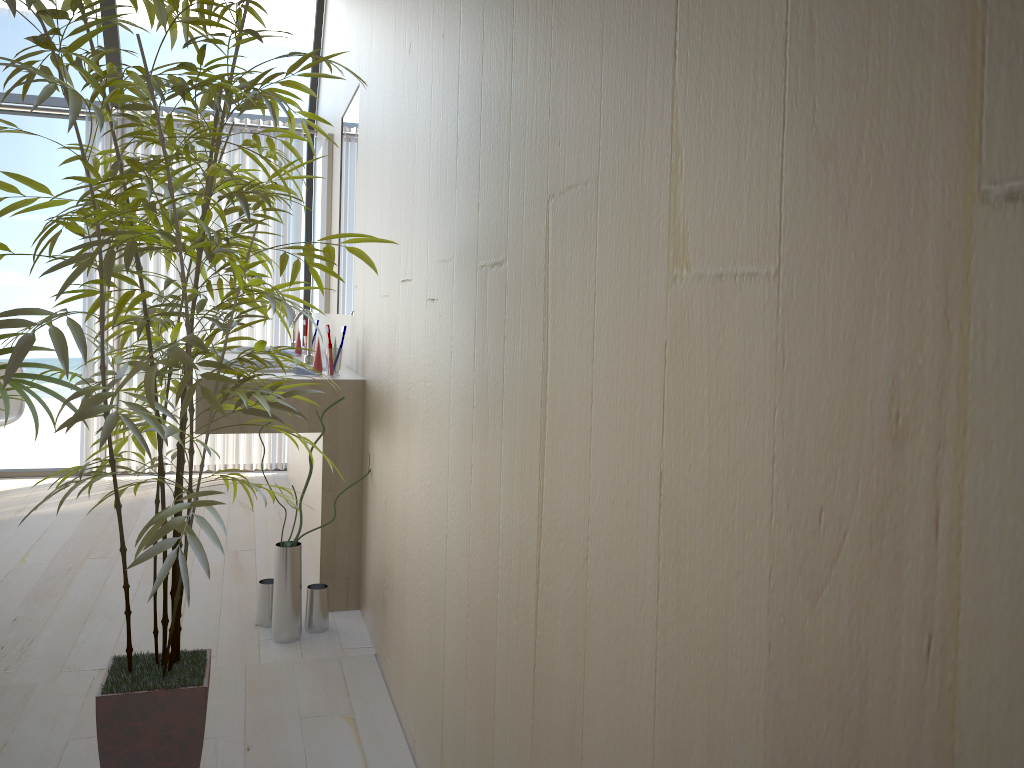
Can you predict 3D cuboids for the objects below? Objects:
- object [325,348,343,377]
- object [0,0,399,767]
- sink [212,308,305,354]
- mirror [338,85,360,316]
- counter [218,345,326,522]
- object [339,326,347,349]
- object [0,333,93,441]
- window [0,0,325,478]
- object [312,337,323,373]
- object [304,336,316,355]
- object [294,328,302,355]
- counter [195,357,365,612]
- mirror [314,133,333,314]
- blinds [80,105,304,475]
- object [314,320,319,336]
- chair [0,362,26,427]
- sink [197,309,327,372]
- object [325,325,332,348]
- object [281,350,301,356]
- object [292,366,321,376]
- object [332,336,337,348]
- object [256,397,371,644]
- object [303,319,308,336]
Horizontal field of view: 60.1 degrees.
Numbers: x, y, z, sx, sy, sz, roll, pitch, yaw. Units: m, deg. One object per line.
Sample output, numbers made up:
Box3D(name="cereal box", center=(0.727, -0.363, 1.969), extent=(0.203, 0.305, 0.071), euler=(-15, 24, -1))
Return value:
Box3D(name="object", center=(-0.615, -0.074, 3.056), extent=(0.058, 0.100, 0.059), euler=(1, 2, -6))
Box3D(name="object", center=(-0.638, -0.020, 1.787), extent=(0.787, 1.754, 0.937), euler=(2, 2, 8))
Box3D(name="sink", center=(-1.290, -0.188, 4.562), extent=(0.504, 0.418, 0.575), euler=(1, 4, -13))
Box3D(name="mirror", center=(-0.655, -0.712, 3.601), extent=(0.023, 0.867, 0.655), euler=(1, 2, -17))
Box3D(name="counter", center=(-1.266, 0.223, 4.618), extent=(0.550, 0.789, 1.209), euler=(1, 4, -17))
Box3D(name="object", center=(-0.599, -0.114, 3.053), extent=(0.054, 0.175, 0.012), euler=(2, 1, 9))
Box3D(name="object", center=(-1.351, 0.268, 1.538), extent=(0.916, 1.155, 0.752), euler=(2, 2, 17))
Box3D(name="window", center=(-3.325, -0.853, 4.485), extent=(4.559, 2.810, 0.746), euler=(0, 2, -17))
Box3D(name="object", center=(-0.686, -0.099, 3.127), extent=(0.039, 0.134, 0.039), euler=(2, 2, 25))
Box3D(name="object", center=(-0.962, -0.178, 4.211), extent=(0.058, 0.100, 0.058), euler=(1, 2, -10))
Box3D(name="object", center=(-1.033, -0.203, 4.282), extent=(0.039, 0.134, 0.039), euler=(3, 2, 32))
Box3D(name="counter", center=(-0.919, 0.327, 3.463), extent=(0.550, 0.789, 1.209), euler=(1, 4, -17))
Box3D(name="mirror", center=(-0.979, -0.801, 4.585), extent=(0.023, 0.867, 0.655), euler=(1, 2, -17))
Box3D(name="blinds", center=(-1.840, -0.524, 5.144), extent=(1.182, 2.067, 0.084), euler=(1, 1, -17))
Box3D(name="object", center=(-0.946, -0.218, 4.207), extent=(0.054, 0.175, 0.012), euler=(2, 1, 9))
Box3D(name="chair", center=(-2.747, 0.069, 4.522), extent=(0.369, 0.347, 0.455), euler=(2, 3, 12))
Box3D(name="sink", center=(-0.943, -0.084, 3.408), extent=(0.504, 0.418, 0.575), euler=(1, 4, -13))
Box3D(name="object", center=(-0.626, -0.114, 3.028), extent=(0.012, 0.178, 0.050), euler=(2, 2, 22))
Box3D(name="object", center=(-1.057, -0.148, 4.206), extent=(0.104, 0.029, 0.033), euler=(4, 4, 23))
Box3D(name="object", center=(-0.710, -0.044, 3.051), extent=(0.104, 0.029, 0.033), euler=(4, 4, 23))
Box3D(name="object", center=(-0.649, -0.107, 3.235), extent=(0.039, 0.134, 0.039), euler=(2, 2, 25))
Box3D(name="object", center=(-0.597, 0.407, 2.790), extent=(0.406, 0.748, 0.274), euler=(0, 2, -29))
Box3D(name="object", center=(-0.973, -0.218, 4.182), extent=(0.012, 0.178, 0.050), euler=(2, 2, 22))
